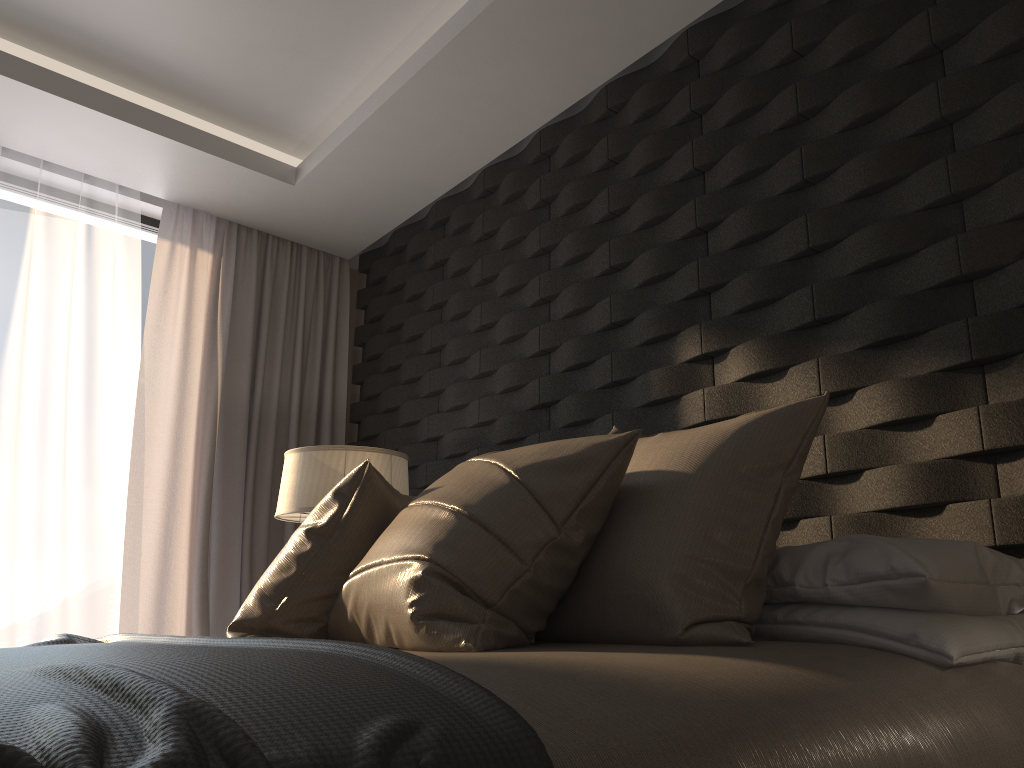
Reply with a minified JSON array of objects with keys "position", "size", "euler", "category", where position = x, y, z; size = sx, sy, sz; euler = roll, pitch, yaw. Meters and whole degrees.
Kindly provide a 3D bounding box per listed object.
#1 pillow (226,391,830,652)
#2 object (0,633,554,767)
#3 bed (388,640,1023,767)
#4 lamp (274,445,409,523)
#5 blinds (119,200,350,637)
[{"position":[-0.053,0.296,1.894],"size":[0.946,0.519,1.191],"euler":[10,-18,-34],"category":"pillow"},{"position":[-0.738,0.530,1.236],"size":[0.651,0.323,1.941],"euler":[10,-18,-36],"category":"object"},{"position":[-0.362,0.770,1.476],"size":[2.413,0.625,2.169],"euler":[10,-18,-36],"category":"bed"},{"position":[-0.601,0.567,3.117],"size":[0.471,0.632,0.459],"euler":[1,-15,-5],"category":"lamp"},{"position":[-1.153,0.380,3.963],"size":[0.322,2.647,1.054],"euler":[-13,-20,42],"category":"blinds"}]
